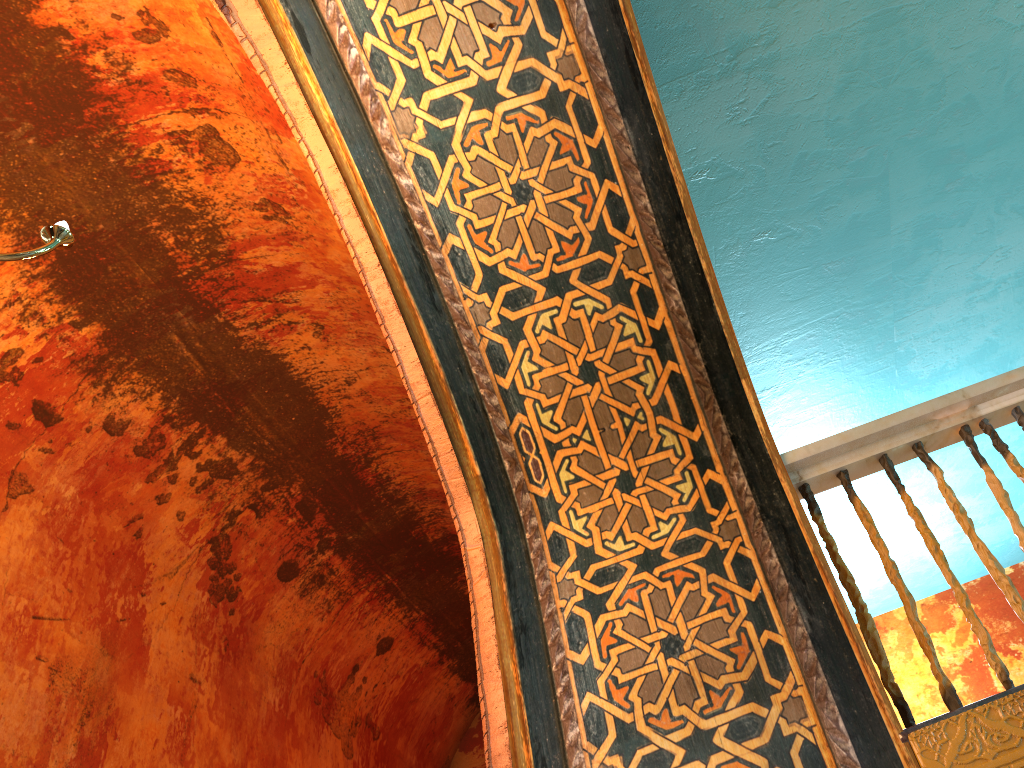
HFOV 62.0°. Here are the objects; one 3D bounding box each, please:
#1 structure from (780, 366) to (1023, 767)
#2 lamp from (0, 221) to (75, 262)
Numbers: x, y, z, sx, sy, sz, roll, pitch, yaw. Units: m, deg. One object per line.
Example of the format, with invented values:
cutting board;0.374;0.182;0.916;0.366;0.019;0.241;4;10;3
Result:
structure;4.235;0.917;2.942;5.891;2.924;1.928;-19;-45;-1
lamp;-1.746;-0.854;2.178;1.113;2.211;1.390;-19;-45;6
